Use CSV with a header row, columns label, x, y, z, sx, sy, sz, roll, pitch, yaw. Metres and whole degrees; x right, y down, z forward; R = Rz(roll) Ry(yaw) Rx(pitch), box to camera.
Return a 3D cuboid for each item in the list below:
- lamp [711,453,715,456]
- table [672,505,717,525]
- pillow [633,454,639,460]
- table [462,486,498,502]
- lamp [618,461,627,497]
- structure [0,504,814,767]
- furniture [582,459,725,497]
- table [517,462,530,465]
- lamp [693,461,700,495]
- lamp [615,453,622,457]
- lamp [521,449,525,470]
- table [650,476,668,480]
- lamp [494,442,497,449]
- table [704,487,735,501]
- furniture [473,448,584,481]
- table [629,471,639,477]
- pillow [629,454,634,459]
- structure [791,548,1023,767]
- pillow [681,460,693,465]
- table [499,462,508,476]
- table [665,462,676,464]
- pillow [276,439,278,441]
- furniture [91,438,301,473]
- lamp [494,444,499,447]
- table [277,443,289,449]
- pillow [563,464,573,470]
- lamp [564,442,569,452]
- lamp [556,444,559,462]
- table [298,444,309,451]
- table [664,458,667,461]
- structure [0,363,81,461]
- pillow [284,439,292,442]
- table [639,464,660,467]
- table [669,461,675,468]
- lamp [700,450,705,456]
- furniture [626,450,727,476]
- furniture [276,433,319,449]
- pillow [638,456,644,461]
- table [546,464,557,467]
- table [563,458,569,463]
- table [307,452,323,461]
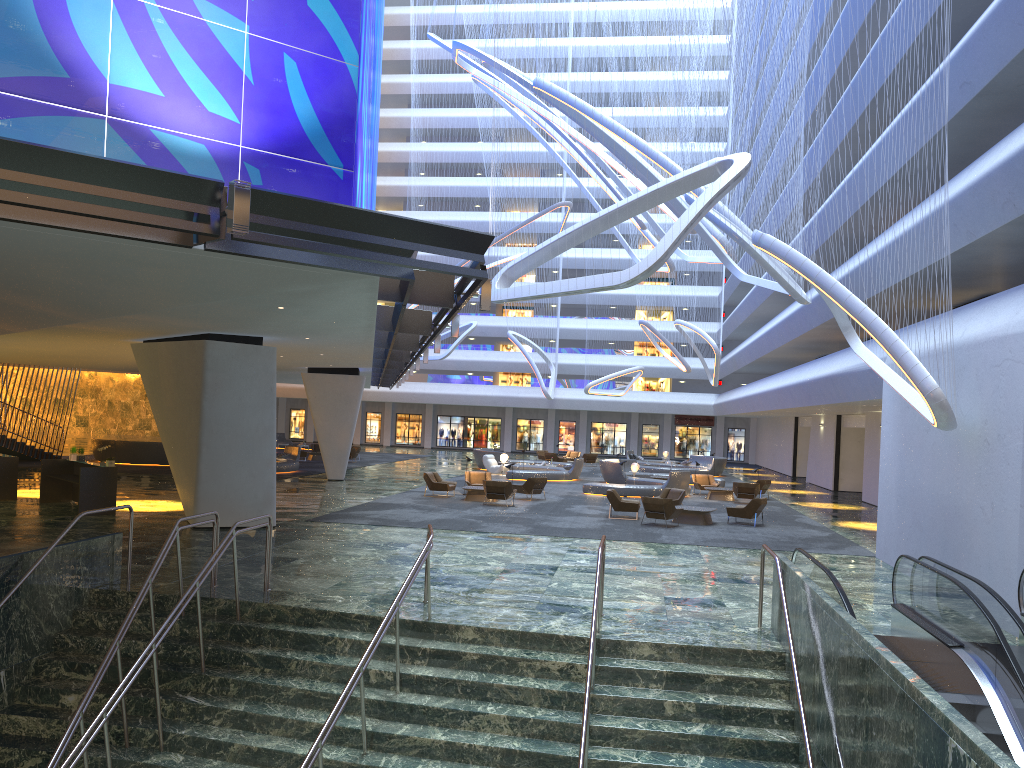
label,x,y,z,sx,sy,sz,roll,pitch,yaw
lamp,10.499,4.237,46.304,0.202,1.300,0.384,3,0,-32
table,4.931,3.583,24.156,1.202,0.392,1.204,2,-2,26
pillow,7.543,4.429,54.037,0.315,0.386,0.785,2,-2,24
table,-0.954,3.467,27.916,1.203,0.392,1.204,2,-2,9
lamp,3.951,3.378,31.615,0.384,1.300,0.202,2,0,25
structure,-2.695,5.683,2.612,9.302,8.396,19.749,2,-2,8
furniture,5.347,3.749,36.074,5.183,0.969,9.938,2,-2,25
table,0.553,4.182,44.710,0.673,0.406,0.672,2,-2,28
lamp,7.089,3.612,34.081,0.202,1.300,0.384,2,0,25
lamp,4.783,3.732,39.823,0.384,1.300,0.202,2,0,25
lamp,0.508,3.542,39.804,0.202,1.300,0.384,3,0,-16
table,6.493,4.184,37.907,1.203,0.392,1.204,2,-2,9
lamp,-0.924,3.776,47.508,0.202,1.300,0.384,3,0,-38
table,7.622,4.019,32.364,1.203,0.392,1.204,2,-2,8
furniture,0.617,3.786,42.491,5.185,0.969,9.933,3,-2,0
table,5.087,3.975,37.058,0.418,0.595,0.428,2,-1,7
pillow,7.331,4.443,54.033,0.295,0.368,0.770,2,-2,21
structure,3.731,5.917,2.138,3.016,8.236,19.845,2,-2,8
pillow,9.919,4.462,50.373,0.693,0.262,0.877,4,-2,-30
table,-0.411,3.857,40.327,0.418,0.595,0.427,3,-1,-18
table,9.504,4.909,53.231,0.671,0.406,0.674,2,-2,5
pillow,-15.563,3.601,57.386,0.692,0.262,0.878,3,-2,-1
furniture,-13.560,2.980,37.930,9.921,0.969,5.191,2,-2,25
lamp,-0.824,3.687,45.096,0.384,1.300,0.202,3,0,1
table,-14.390,3.946,55.776,0.671,0.406,0.673,4,-2,-37
pillow,2.710,3.723,39.541,0.692,0.262,0.878,2,-2,17
lamp,3.280,4.216,54.061,0.384,1.300,0.202,3,0,-30
lamp,2.609,4.053,50.622,0.202,1.300,0.384,3,0,-29
table,-12.992,3.986,55.193,0.673,0.406,0.671,3,-2,-5
table,9.446,4.848,54.630,0.418,0.595,0.427,3,-1,-38
structure,-24.273,0.142,36.416,11.979,6.245,16.503,2,-2,8
pillow,-14.644,3.727,57.937,0.443,0.207,0.445,3,-2,-5
table,7.570,4.664,49.086,1.203,0.392,1.204,2,-2,9
table,8.973,4.643,49.882,0.418,0.595,0.428,2,-1,4
lamp,10.790,4.406,50.352,0.384,1.300,0.202,2,0,8
furniture,9.262,4.487,50.700,5.184,0.969,9.934,2,-2,5
furniture,-15.285,3.515,53.756,5.183,0.969,9.938,2,-2,25
pillow,7.785,4.541,54.296,0.685,0.280,0.873,4,-3,-45
table,2.066,4.251,44.773,0.674,0.406,0.671,4,-2,-30
table,2.726,4.574,52.338,1.202,0.392,1.204,1,-3,44
table,-10.083,3.766,46.135,1.204,0.392,1.203,4,-2,-27
